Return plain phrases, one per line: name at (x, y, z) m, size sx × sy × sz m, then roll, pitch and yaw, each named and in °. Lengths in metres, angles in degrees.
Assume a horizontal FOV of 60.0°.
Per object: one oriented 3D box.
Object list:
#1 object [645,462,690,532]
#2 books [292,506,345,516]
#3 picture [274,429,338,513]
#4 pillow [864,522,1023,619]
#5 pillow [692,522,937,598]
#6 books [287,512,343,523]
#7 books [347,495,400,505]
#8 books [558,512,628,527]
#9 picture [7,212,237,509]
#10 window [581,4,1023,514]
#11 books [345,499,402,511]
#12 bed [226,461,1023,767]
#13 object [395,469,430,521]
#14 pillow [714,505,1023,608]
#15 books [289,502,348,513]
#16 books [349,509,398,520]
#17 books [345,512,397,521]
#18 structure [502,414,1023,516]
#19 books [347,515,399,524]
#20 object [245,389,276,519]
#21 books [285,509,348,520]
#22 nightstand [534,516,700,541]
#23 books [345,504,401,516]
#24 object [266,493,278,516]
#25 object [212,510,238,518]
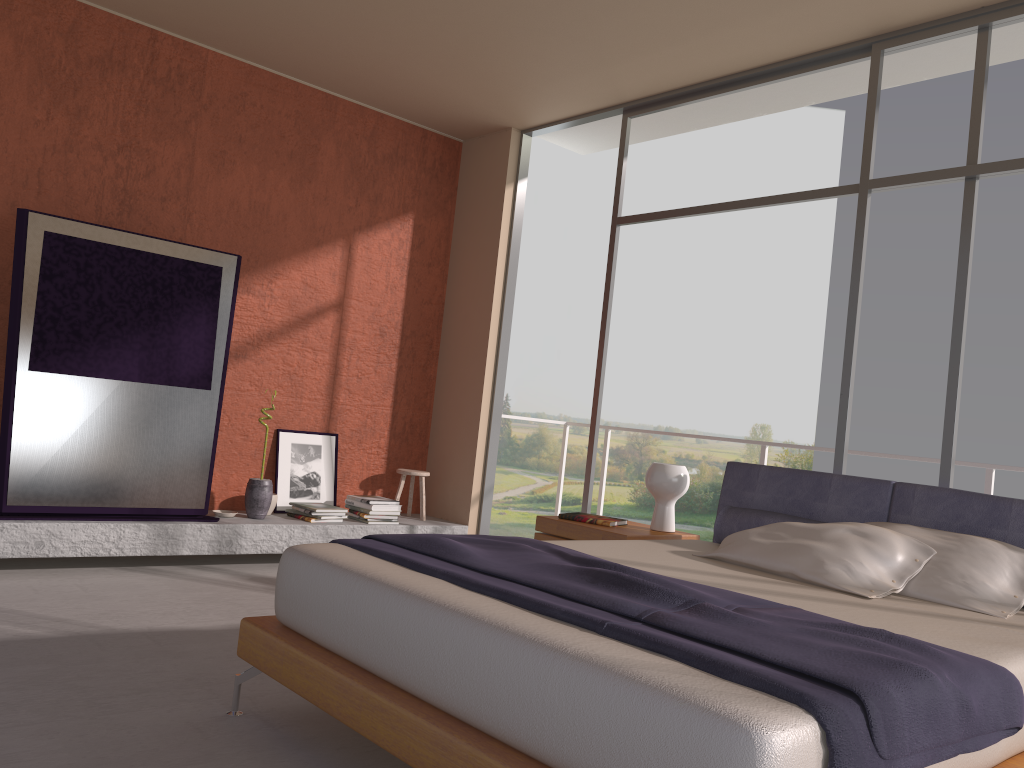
object at (0.783, 0.577, 4.518) m, size 0.224 × 0.338 × 0.224 m, roll 8°, pitch -3°, yaw -29°
books at (-1.255, 0.823, 5.760) m, size 0.247 × 0.025 × 0.287 m, roll 8°, pitch -3°, yaw -39°
picture at (-1.391, 0.599, 6.018) m, size 0.458 × 0.550 × 0.117 m, roll 8°, pitch -3°, yaw -41°
pillow at (1.513, 0.672, 3.291) m, size 0.400 × 0.265 × 0.791 m, roll 8°, pitch -3°, yaw -38°
pillow at (1.139, 0.648, 3.440) m, size 0.431 × 0.264 × 0.869 m, roll 8°, pitch -3°, yaw -33°
books at (-1.276, 0.866, 5.752) m, size 0.247 × 0.025 × 0.287 m, roll 9°, pitch -4°, yaw -44°
books at (-0.940, 0.787, 6.012) m, size 0.247 × 0.025 × 0.287 m, roll 8°, pitch -3°, yaw -41°
books at (0.423, 0.702, 4.601) m, size 0.287 × 0.025 × 0.247 m, roll 5°, pitch -3°, yaw 30°
picture at (-2.118, -0.080, 4.869) m, size 1.129 × 1.496 × 0.126 m, roll 8°, pitch -3°, yaw -41°
window at (2.560, -0.114, 3.427) m, size 0.075 × 3.133 × 6.106 m, roll 8°, pitch -3°, yaw -41°
books at (-0.939, 0.818, 6.006) m, size 0.247 × 0.038 × 0.319 m, roll 9°, pitch -4°, yaw -44°
bed at (0.684, 0.755, 2.954) m, size 2.462 × 0.959 × 2.017 m, roll 8°, pitch -3°, yaw -41°
object at (-0.717, 0.798, 6.384) m, size 0.260 × 0.349 × 0.257 m, roll 5°, pitch -3°, yaw 18°
pillow at (1.483, 0.693, 3.629) m, size 0.205 × 0.201 × 1.470 m, roll 8°, pitch -3°, yaw -41°
books at (-1.257, 0.802, 5.764) m, size 0.247 × 0.018 × 0.328 m, roll 9°, pitch -4°, yaw -44°
books at (-0.936, 0.878, 5.987) m, size 0.247 × 0.025 × 0.287 m, roll 8°, pitch -3°, yaw -30°
books at (-0.952, 0.899, 6.007) m, size 0.247 × 0.018 × 0.287 m, roll 8°, pitch -3°, yaw -41°
structure at (2.626, 0.901, 3.793) m, size 0.728 × 1.005 × 7.689 m, roll 8°, pitch -3°, yaw -41°
books at (-0.950, 0.917, 6.002) m, size 0.247 × 0.018 × 0.328 m, roll 8°, pitch -3°, yaw -39°
object at (-1.543, 0.432, 5.515) m, size 0.165 × 0.810 × 0.165 m, roll 7°, pitch -3°, yaw -18°
books at (-1.269, 0.844, 5.768) m, size 0.328 × 0.018 × 0.247 m, roll 5°, pitch -3°, yaw 34°
nightstand at (0.512, 1.002, 4.545) m, size 0.562 × 0.556 × 0.628 m, roll 8°, pitch -3°, yaw -41°
books at (-0.943, 0.851, 6.005) m, size 0.247 × 0.027 × 0.328 m, roll 8°, pitch -3°, yaw -39°
object at (-1.605, 0.773, 5.704) m, size 0.179 × 0.137 × 0.180 m, roll 8°, pitch -3°, yaw -28°
object at (-1.757, 0.801, 5.422) m, size 0.152 × 0.040 × 0.152 m, roll 6°, pitch -3°, yaw -6°
